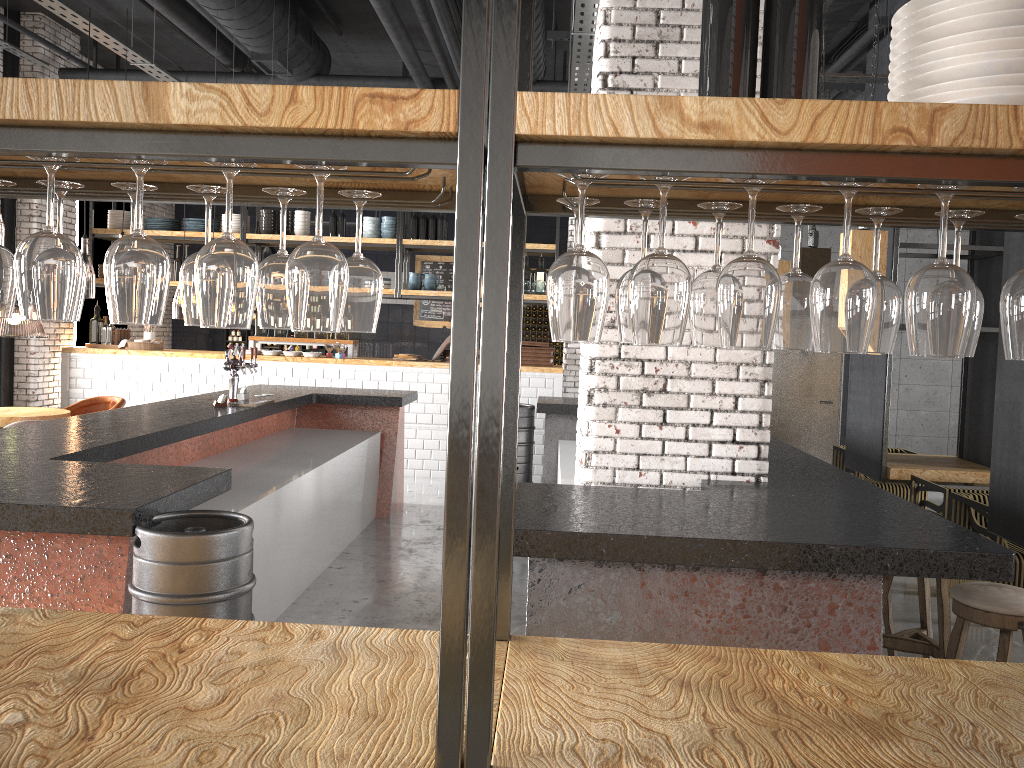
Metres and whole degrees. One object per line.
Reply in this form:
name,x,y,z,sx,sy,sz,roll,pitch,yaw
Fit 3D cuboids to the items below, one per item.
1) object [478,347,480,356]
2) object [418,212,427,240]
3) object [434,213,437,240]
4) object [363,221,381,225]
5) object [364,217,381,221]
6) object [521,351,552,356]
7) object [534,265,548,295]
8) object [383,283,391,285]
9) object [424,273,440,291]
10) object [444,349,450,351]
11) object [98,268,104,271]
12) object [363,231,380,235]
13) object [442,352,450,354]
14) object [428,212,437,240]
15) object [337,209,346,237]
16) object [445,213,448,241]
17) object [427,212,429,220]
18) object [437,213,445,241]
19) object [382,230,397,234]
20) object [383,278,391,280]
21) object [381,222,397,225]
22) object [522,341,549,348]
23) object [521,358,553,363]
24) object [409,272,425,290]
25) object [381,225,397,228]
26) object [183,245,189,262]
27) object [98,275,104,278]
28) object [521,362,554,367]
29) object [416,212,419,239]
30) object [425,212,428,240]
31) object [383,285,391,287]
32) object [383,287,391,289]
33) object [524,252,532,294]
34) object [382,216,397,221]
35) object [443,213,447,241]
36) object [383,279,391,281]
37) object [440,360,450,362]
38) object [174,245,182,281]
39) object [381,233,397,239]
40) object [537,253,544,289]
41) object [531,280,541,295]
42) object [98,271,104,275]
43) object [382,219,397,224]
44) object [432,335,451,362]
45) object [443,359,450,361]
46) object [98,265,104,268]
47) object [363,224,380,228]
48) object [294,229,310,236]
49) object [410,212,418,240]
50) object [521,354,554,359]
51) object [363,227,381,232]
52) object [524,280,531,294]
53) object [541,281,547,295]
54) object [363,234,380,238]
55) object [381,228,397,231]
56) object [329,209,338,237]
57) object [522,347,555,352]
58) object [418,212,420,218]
object,-0.185,-0.351,10.423,0.440,0.154,0.437,0,4,-40
object,-1.071,-1.953,10.698,0.098,0.458,0.098,3,2,25
object,-0.953,-1.956,10.828,0.098,0.458,0.098,1,2,-20
object,-1.715,-1.961,10.848,0.210,0.076,0.210,1,3,-23
object,-1.711,-2.004,10.847,0.210,0.074,0.210,3,3,7
object,0.268,-0.370,10.386,0.405,0.044,0.636,2,3,3
object,0.350,-1.272,10.825,0.157,0.405,0.106,3,2,7
object,-1.615,-1.213,10.875,0.265,0.038,0.265,4,4,25
object,-0.989,-1.241,10.828,0.166,0.230,0.199,1,3,-27
object,-0.640,-0.395,10.479,0.458,0.019,0.407,-1,4,-41
object,-4.981,-1.395,10.905,0.157,0.053,0.168,2,3,3
object,-1.721,-1.831,10.856,0.210,0.069,0.210,0,4,-32
object,-0.617,-0.362,10.480,0.407,0.019,0.458,-1,5,-45
object,-0.960,-1.948,10.693,0.098,0.458,0.098,1,2,-20
object,-2.073,-2.006,10.819,0.098,0.471,0.098,3,2,25
object,-0.839,-1.959,10.958,0.098,0.458,0.098,1,2,-20
object,-1.059,-1.968,10.968,0.098,0.458,0.098,3,2,25
object,-0.852,-1.944,10.688,0.098,0.458,0.098,1,2,-20
object,-1.486,-1.824,10.821,0.218,0.092,0.219,1,3,-14
object,-1.613,-1.278,10.872,0.265,0.037,0.265,2,3,-2
object,-1.490,-1.921,10.820,0.218,0.092,0.219,5,4,43
object,0.216,-0.458,10.322,0.406,0.094,0.637,2,3,0
object,0.264,-0.282,10.390,0.405,0.044,0.636,3,3,5
object,-1.166,-1.249,10.848,0.198,0.230,0.166,3,3,9
object,-1.492,-1.889,10.820,0.218,0.092,0.219,5,4,39
object,-4.084,-1.503,11.130,0.098,0.471,0.098,1,2,-20
object,-4.984,-1.315,10.908,0.157,0.053,0.168,2,3,3
object,0.262,-0.237,10.391,0.405,0.044,0.636,2,3,-2
object,-1.172,-1.965,10.838,0.098,0.458,0.098,3,2,25
object,-1.065,-1.961,10.833,0.098,0.458,0.098,3,2,25
object,-1.616,-1.195,10.874,0.263,0.037,0.263,1,4,-24
object,-1.616,-1.172,10.876,0.263,0.026,0.263,5,4,38
object,0.164,-1.353,10.816,0.157,0.553,0.106,3,2,7
object,-1.483,-1.984,10.818,0.219,0.091,0.218,3,3,20
object,-0.846,-1.951,10.823,0.098,0.458,0.098,1,2,-20
object,-1.612,-1.266,10.872,0.265,0.034,0.265,3,3,15
object,-0.626,-0.265,10.485,0.458,0.019,0.407,5,4,38
object,-4.191,-1.507,11.135,0.098,0.471,0.098,1,2,-20
object,-1.492,-1.791,10.821,0.218,0.085,0.219,1,4,-28
object,0.352,-1.348,10.817,0.140,0.550,0.097,3,2,7
object,0.289,-1.157,10.662,0.118,0.180,0.118,2,3,-14
object,-4.982,-1.359,10.907,0.157,0.053,0.168,2,3,3
object,-1.479,-1.953,10.817,0.218,0.096,0.219,2,3,-14
object,-0.808,-0.424,10.380,0.242,0.338,0.488,2,3,-12
object,-0.609,-0.280,10.476,0.406,0.019,0.458,1,4,-25
object,-4.979,-1.437,10.904,0.157,0.053,0.168,2,3,3
object,-1.720,-1.918,10.852,0.210,0.078,0.210,4,4,25
object,-2.579,-1.846,10.898,0.196,0.105,0.196,1,3,-19
object,-1.179,-1.958,10.703,0.098,0.458,0.098,3,2,25
object,0.266,-0.326,10.388,0.405,0.044,0.636,2,3,-1
object,-1.717,-1.875,10.858,0.210,0.074,0.210,1,4,-23
object,0.168,-1.161,10.649,0.118,0.180,0.118,1,3,-21
object,0.409,-1.149,10.604,0.118,0.180,0.118,4,3,27
object,-1.721,-1.788,10.858,0.210,0.065,0.210,3,3,20
object,-1.494,-1.857,10.818,0.218,0.092,0.219,2,3,-7
object,-2.181,-2.011,10.824,0.098,0.471,0.098,3,2,25
object,0.269,-0.414,10.385,0.405,0.044,0.636,2,3,-4
object,-1.166,-1.979,10.973,0.098,0.471,0.098,3,2,25
